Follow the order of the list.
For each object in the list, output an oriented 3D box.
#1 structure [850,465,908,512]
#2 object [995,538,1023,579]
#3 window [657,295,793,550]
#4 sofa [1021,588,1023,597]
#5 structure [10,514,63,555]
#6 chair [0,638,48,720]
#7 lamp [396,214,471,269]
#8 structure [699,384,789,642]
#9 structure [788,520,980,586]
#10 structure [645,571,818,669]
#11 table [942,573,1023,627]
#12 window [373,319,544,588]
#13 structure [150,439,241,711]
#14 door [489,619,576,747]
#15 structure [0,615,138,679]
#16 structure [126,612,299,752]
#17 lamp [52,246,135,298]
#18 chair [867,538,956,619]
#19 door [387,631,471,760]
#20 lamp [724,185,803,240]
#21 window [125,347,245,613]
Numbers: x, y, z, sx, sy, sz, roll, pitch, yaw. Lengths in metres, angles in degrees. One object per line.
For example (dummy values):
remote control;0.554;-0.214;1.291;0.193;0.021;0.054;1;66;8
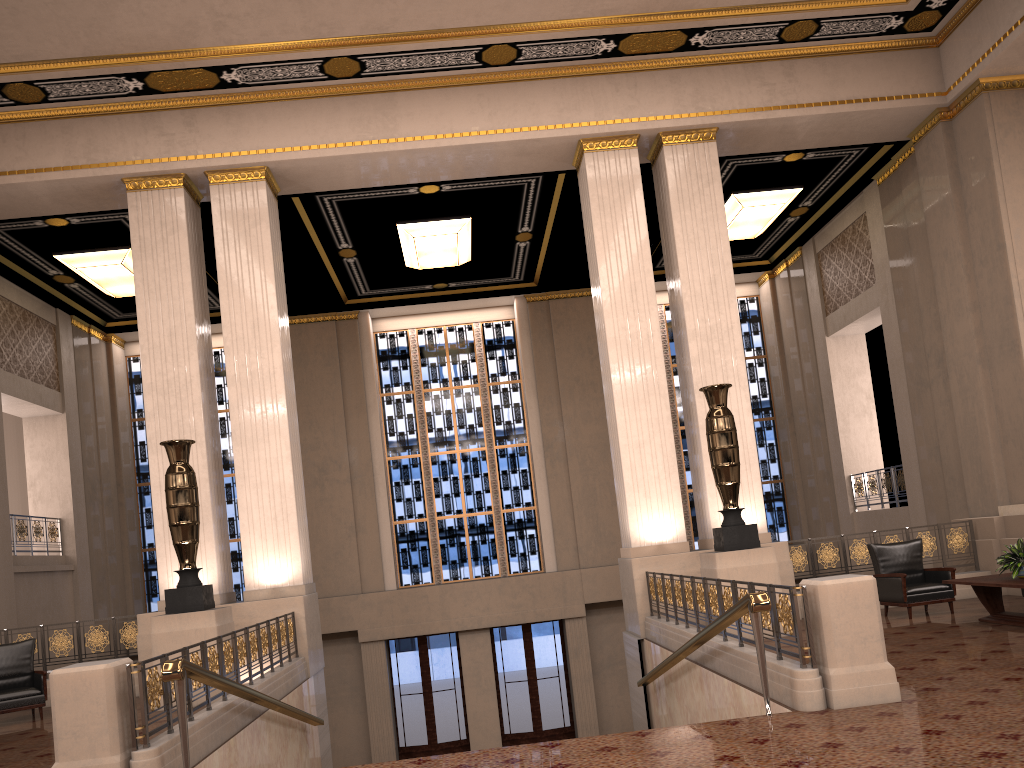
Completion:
structure;6.247;1.780;14.942;0.031;0.660;2.186;-6;-10;-4
object;4.784;1.627;8.255;0.506;0.373;0.527;-11;-10;29
window;4.116;0.878;18.640;2.985;5.313;0.070;-6;-4;-3
sofa;5.740;1.806;8.304;0.874;0.699;1.950;-6;-10;-4
structure;-7.772;2.456;14.219;0.031;0.660;2.186;-6;-10;-4
chair;-5.354;3.175;9.367;0.646;0.836;0.727;-1;-9;-38
lamp;-1.263;-2.308;14.788;1.166;0.212;2.045;-6;-11;-4
structure;2.426;1.401;9.765;0.700;2.765;0.707;-6;-5;-4
structure;4.685;2.193;11.222;2.533;0.649;0.032;-6;-4;-3
structure;1.767;2.055;8.164;0.079;0.531;5.008;-6;-10;-4
table;4.843;2.029;8.240;0.838;0.431;1.496;-6;-10;-4
window;-1.126;1.407;18.348;2.985;5.313;0.070;-6;-4;-3
structure;-3.460;1.995;9.437;0.700;2.765;0.707;-6;-5;-4
door;0.424;6.089;17.579;1.490;2.701;0.156;-6;-4;-3
structure;-5.683;3.240;10.644;2.533;0.649;0.032;-6;-4;-3
structure;-2.435;2.479;7.930;0.079;0.531;5.007;-6;-10;-3
lamp;-6.485;-1.780;14.497;1.166;0.212;2.045;-6;-11;-4
chair;4.508;2.179;9.920;0.646;0.836;0.727;-5;-7;-9
door;-1.650;6.299;17.464;1.490;2.701;0.156;-6;-4;-3
lamp;4.049;-2.844;15.084;1.166;0.212;2.045;-6;-11;-4
window;-6.192;1.919;18.066;2.985;5.313;0.070;-6;-4;-3
